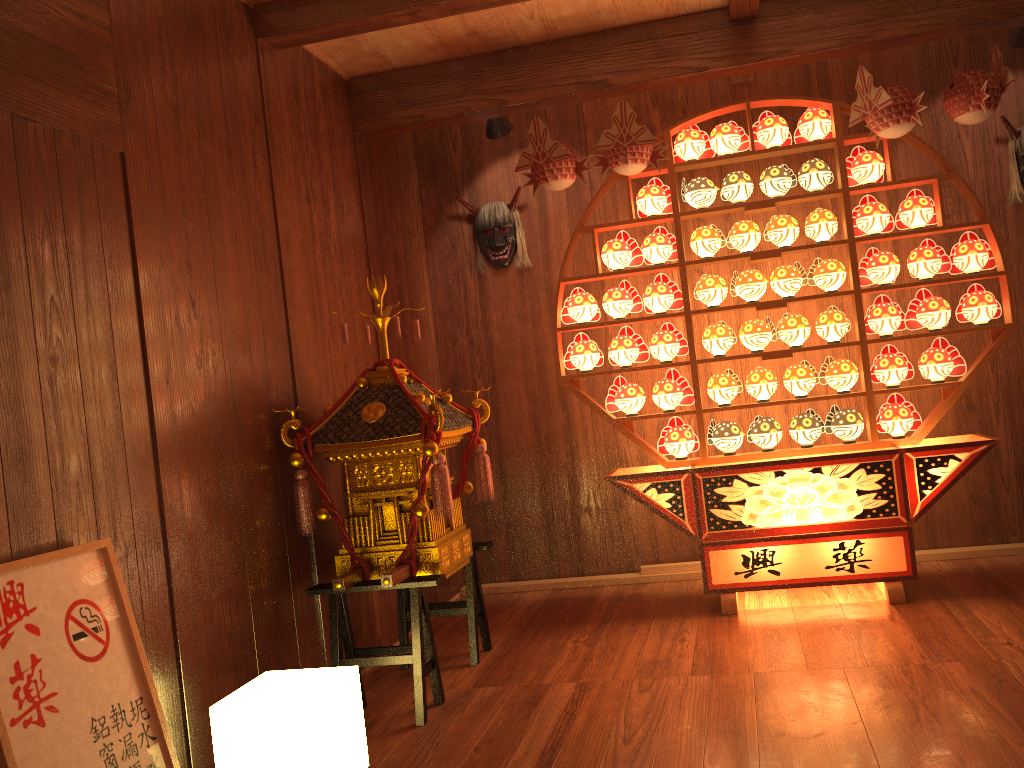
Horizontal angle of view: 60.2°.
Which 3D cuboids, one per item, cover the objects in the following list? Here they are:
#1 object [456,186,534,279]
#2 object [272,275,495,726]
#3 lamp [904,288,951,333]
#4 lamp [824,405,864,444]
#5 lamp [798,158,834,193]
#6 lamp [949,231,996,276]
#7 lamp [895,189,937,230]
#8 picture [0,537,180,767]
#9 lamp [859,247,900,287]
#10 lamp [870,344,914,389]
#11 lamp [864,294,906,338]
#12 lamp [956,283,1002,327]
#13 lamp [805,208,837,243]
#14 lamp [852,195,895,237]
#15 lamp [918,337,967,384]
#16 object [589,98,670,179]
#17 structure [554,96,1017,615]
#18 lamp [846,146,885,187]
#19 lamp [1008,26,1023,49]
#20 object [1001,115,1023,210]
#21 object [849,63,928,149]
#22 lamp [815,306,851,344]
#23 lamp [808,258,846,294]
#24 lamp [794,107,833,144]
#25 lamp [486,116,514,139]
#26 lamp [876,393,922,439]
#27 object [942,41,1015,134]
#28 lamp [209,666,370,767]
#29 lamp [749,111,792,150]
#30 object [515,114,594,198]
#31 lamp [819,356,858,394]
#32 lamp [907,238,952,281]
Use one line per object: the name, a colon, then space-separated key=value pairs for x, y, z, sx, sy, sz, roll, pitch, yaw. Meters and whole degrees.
object: x=-0.080 y=-0.783 z=4.670 sx=0.359 sy=0.453 sz=0.139 roll=-7 pitch=-1 yaw=11
object: x=-0.418 y=0.353 z=3.253 sx=0.599 sy=1.514 sz=0.820 roll=-7 pitch=-1 yaw=13
lamp: x=1.809 y=-0.322 z=3.789 sx=0.201 sy=0.200 sz=0.156 roll=-6 pitch=-1 yaw=-3
lamp: x=1.471 y=0.173 z=3.861 sx=0.143 sy=0.173 sz=0.153 roll=-6 pitch=-1 yaw=-22
lamp: x=1.322 y=-0.917 z=3.871 sx=0.136 sy=0.173 sz=0.161 roll=-7 pitch=-1 yaw=28
lamp: x=1.949 y=-0.561 z=3.760 sx=0.195 sy=0.200 sz=0.161 roll=-7 pitch=-1 yaw=27
lamp: x=1.734 y=-0.755 z=3.797 sx=0.184 sy=0.195 sz=0.161 roll=-7 pitch=-1 yaw=27
picture: x=-0.908 y=0.751 z=1.887 sx=0.210 sy=0.787 sz=0.409 roll=-7 pitch=-1 yaw=18
lamp: x=1.609 y=-0.514 z=3.824 sx=0.191 sy=0.187 sz=0.155 roll=-6 pitch=-1 yaw=-8
lamp: x=1.638 y=-0.077 z=3.823 sx=0.181 sy=0.194 sz=0.161 roll=-7 pitch=-1 yaw=22
lamp: x=1.609 y=-0.297 z=3.825 sx=0.185 sy=0.195 sz=0.161 roll=-7 pitch=-1 yaw=22
lamp: x=1.985 y=-0.339 z=3.756 sx=0.178 sy=0.192 sz=0.161 roll=-7 pitch=-1 yaw=22
lamp: x=1.352 y=-0.699 z=3.868 sx=0.137 sy=0.173 sz=0.160 roll=-7 pitch=-1 yaw=18
lamp: x=1.561 y=-0.737 z=3.829 sx=0.197 sy=0.200 sz=0.159 roll=-7 pitch=-1 yaw=12
lamp: x=1.813 y=-0.101 z=3.792 sx=0.162 sy=0.200 sz=0.193 roll=-6 pitch=-1 yaw=-43
object: x=0.492 y=-1.037 z=3.778 sx=0.343 sy=0.306 sz=0.218 roll=-7 pitch=-1 yaw=12
structure: x=1.168 y=-0.159 z=3.912 sx=1.936 sy=2.195 sz=0.496 roll=-7 pitch=-1 yaw=11
lamp: x=1.543 y=-0.956 z=3.830 sx=0.201 sy=0.200 sz=0.156 roll=-6 pitch=-1 yaw=-3
lamp: x=2.192 y=-1.514 z=3.780 sx=0.131 sy=0.177 sz=0.180 roll=-7 pitch=-1 yaw=32
object: x=2.517 y=-1.060 z=4.188 sx=0.359 sy=0.453 sz=0.139 roll=-7 pitch=-1 yaw=11
object: x=1.530 y=-1.146 z=3.582 sx=0.244 sy=0.314 sz=0.360 roll=-6 pitch=-1 yaw=-10
lamp: x=1.397 y=-0.260 z=3.865 sx=0.136 sy=0.173 sz=0.161 roll=-7 pitch=-1 yaw=28
lamp: x=1.394 y=-0.482 z=3.866 sx=0.142 sy=0.173 sz=0.154 roll=-6 pitch=-1 yaw=-17
lamp: x=1.324 y=-1.147 z=3.868 sx=0.186 sy=0.188 sz=0.160 roll=-7 pitch=-1 yaw=17
lamp: x=-0.062 y=-1.249 z=4.197 sx=0.136 sy=0.176 sz=0.174 roll=-6 pitch=-1 yaw=-2
lamp: x=1.661 y=0.139 z=3.825 sx=0.189 sy=0.197 sz=0.161 roll=-7 pitch=-1 yaw=27
object: x=1.830 y=-1.194 z=3.527 sx=0.226 sy=0.318 sz=0.370 roll=-7 pitch=-1 yaw=8
lamp: x=-0.580 y=0.958 z=2.348 sx=0.276 sy=0.315 sz=0.284 roll=-7 pitch=-1 yaw=12
lamp: x=1.150 y=-1.132 z=3.900 sx=0.200 sy=0.200 sz=0.157 roll=-7 pitch=-1 yaw=2
object: x=0.178 y=-0.991 z=3.831 sx=0.353 sy=0.311 sz=0.246 roll=-7 pitch=-1 yaw=38
lamp: x=1.445 y=-0.044 z=3.860 sx=0.143 sy=0.173 sz=0.153 roll=-6 pitch=-1 yaw=-22
lamp: x=1.767 y=-0.535 z=3.797 sx=0.175 sy=0.191 sz=0.162 roll=-7 pitch=-1 yaw=42
